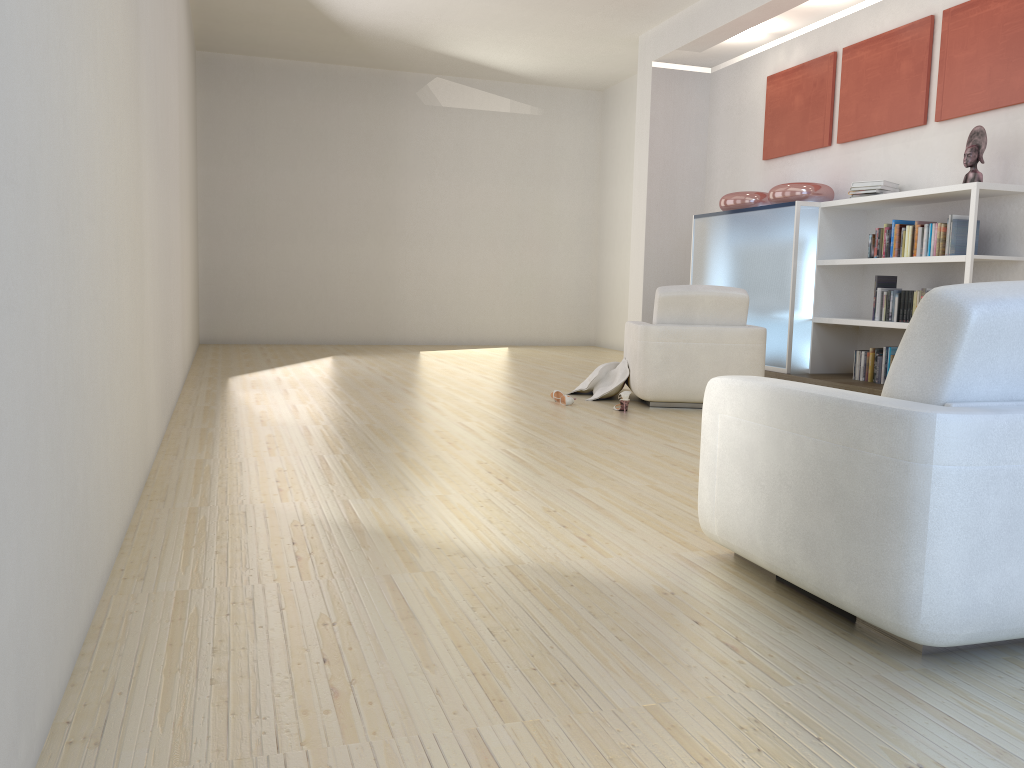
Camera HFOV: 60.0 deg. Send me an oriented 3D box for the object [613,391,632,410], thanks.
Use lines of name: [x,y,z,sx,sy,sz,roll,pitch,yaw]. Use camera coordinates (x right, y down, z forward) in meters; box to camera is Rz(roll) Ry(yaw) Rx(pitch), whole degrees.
object: [0.743,0.109,5.961,0.089,0.149,0.265,1,6,-5]

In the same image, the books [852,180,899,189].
books: [2.831,-1.543,6.905,0.247,0.038,0.319,7,8,43]

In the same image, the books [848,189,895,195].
books: [2.813,-1.483,6.901,0.287,0.025,0.247,-3,7,-33]

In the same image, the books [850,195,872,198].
books: [2.828,-1.444,6.916,0.328,0.018,0.247,-4,8,-42]

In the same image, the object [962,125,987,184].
object: [3.116,-1.531,5.971,0.138,0.409,0.133,5,7,28]

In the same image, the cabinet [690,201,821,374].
cabinet: [2.339,-0.871,8.082,0.689,1.396,1.670,-1,7,-18]

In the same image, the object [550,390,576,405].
object: [0.381,0.097,6.321,0.121,0.091,0.287,-1,7,-19]

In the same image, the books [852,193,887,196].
books: [2.833,-1.463,6.918,0.287,0.018,0.247,-5,9,-44]

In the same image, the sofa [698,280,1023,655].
sofa: [1.740,0.142,2.599,2.166,0.862,0.941,-1,7,-18]

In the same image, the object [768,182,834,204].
object: [2.481,-1.623,7.621,0.546,0.206,0.534,4,7,19]

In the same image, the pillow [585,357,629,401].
pillow: [0.740,-0.048,6.735,0.312,0.315,0.615,2,6,9]

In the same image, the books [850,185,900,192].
books: [2.830,-1.511,6.909,0.328,0.027,0.247,-4,8,-42]

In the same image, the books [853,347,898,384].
books: [2.890,-0.114,6.416,0.274,0.281,1.125,0,6,-11]

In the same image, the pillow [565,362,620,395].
pillow: [0.729,-0.047,7.028,0.299,0.287,0.712,6,8,34]

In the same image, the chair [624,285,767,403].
chair: [1.324,-0.311,6.513,0.919,0.828,0.941,2,6,2]

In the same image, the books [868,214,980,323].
books: [2.916,-0.813,6.373,0.215,0.743,0.831,-1,7,-18]

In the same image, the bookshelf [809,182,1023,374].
bookshelf: [2.941,-0.694,6.588,0.465,1.396,1.599,-1,7,-18]

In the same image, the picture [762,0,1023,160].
picture: [2.968,-2.406,7.113,0.030,0.794,3.227,-1,7,-18]

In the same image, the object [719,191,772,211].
object: [2.238,-1.711,8.381,0.534,0.206,0.546,-2,7,-31]
